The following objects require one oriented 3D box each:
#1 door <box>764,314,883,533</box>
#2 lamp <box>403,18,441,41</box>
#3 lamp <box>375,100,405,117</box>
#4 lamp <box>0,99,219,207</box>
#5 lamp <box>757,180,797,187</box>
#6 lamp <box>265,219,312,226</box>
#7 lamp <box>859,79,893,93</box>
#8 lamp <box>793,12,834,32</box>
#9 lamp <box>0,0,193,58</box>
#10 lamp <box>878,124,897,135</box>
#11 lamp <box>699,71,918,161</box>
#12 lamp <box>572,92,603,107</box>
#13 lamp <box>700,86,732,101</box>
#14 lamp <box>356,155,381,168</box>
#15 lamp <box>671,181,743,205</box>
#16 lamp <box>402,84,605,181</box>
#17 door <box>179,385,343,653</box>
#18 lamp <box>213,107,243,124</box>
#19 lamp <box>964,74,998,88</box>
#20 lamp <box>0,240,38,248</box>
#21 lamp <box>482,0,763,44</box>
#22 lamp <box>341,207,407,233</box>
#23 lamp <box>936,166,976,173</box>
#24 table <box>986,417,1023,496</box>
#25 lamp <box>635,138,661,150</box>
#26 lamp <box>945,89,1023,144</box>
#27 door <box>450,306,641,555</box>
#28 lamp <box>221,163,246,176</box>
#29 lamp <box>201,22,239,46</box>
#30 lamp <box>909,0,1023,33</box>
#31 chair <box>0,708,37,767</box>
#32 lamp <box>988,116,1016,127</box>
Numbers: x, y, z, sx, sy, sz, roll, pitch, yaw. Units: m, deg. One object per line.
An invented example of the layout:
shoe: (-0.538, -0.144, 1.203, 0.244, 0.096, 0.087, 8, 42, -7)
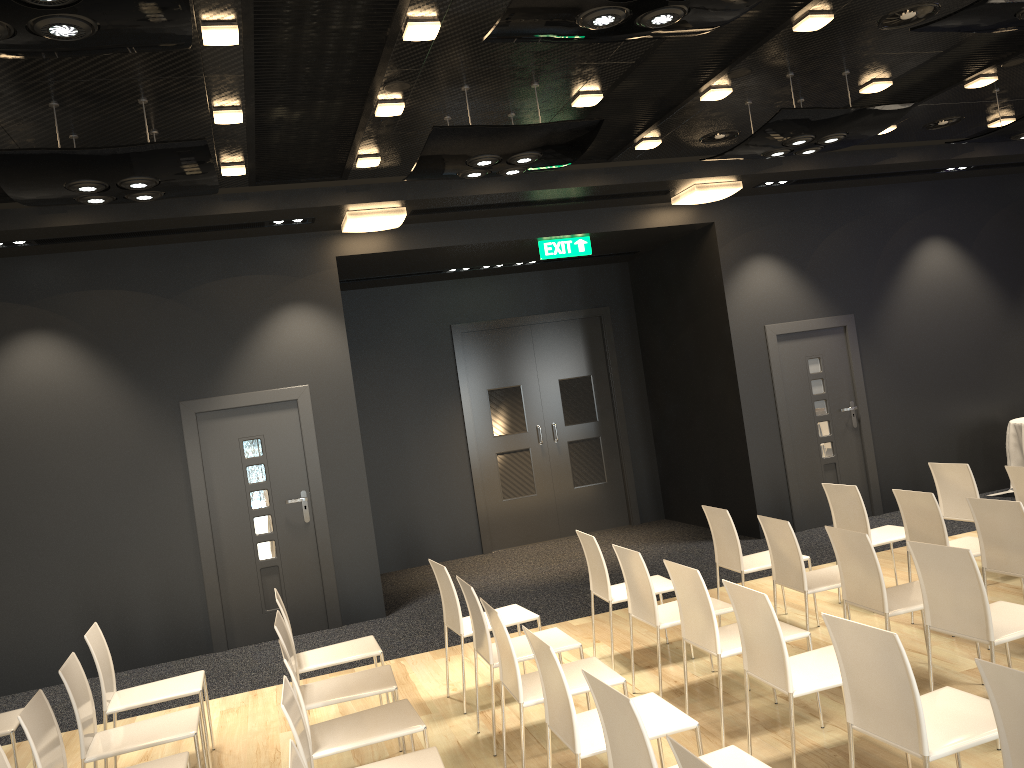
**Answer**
door: (3.272, 0.394, 9.358, 1.090, 2.163, 0.163, -8, -1, -16)
lamp: (-0.446, -1.739, 4.363, 0.159, 0.049, 0.159, -8, -1, -16)
lamp: (-0.749, -1.681, 5.420, 0.159, 0.049, 0.159, -8, -1, -16)
lamp: (-2.252, -1.283, 4.994, 1.097, 0.436, 1.097, -8, -1, -16)
lamp: (2.615, -1.997, 8.774, 0.389, 0.028, 0.166, -8, -1, -16)
lamp: (-1.881, -1.373, 7.454, 0.389, 0.028, 0.166, -8, -1, -16)
lamp: (2.630, -2.150, 6.412, 0.159, 0.049, 0.159, -8, -1, -16)
lamp: (1.694, -2.036, 4.991, 0.159, 0.049, 0.159, -8, -1, -16)
lamp: (-1.640, -1.400, 2.855, 1.097, 0.436, 1.097, -8, -1, -16)
lamp: (3.230, -2.217, 7.731, 0.159, 0.049, 0.159, -8, -1, -16)
lamp: (2.028, -1.877, 6.251, 1.097, 0.436, 1.097, -8, -1, -16)
lamp: (0.490, -1.853, 5.784, 0.159, 0.049, 0.159, -8, -1, -16)
lamp: (1.391, -1.978, 6.049, 0.159, 0.049, 0.159, -8, -1, -16)
lamp: (-1.050, -1.624, 6.475, 0.159, 0.049, 0.159, -8, -1, -16)
lamp: (1.871, -1.852, 8.554, 0.499, 0.153, 0.499, -8, -1, -16)
lamp: (-0.112, -1.580, 5.622, 1.097, 0.436, 1.097, -8, -1, -16)
door: (-2.184, 1.151, 7.753, 1.090, 2.163, 0.163, -8, -1, -16)
lamp: (-1.650, -1.556, 5.156, 0.159, 0.049, 0.159, -8, -1, -16)
lamp: (3.531, -2.275, 6.677, 0.159, 0.049, 0.159, -8, -1, -16)
lamp: (-3.901, -1.093, 6.861, 0.389, 0.028, 0.166, -8, -1, -16)
lamp: (0.500, -1.697, 3.483, 1.097, 0.436, 1.097, -8, -1, -16)
lamp: (-1.199, -1.426, 7.652, 0.499, 0.153, 0.499, -8, -1, -16)
lamp: (4.711, -2.287, 9.389, 0.389, 0.028, 0.166, -8, -1, -16)
table: (5.845, 0.739, 9.330, 1.330, 0.809, 1.325, -8, -1, -17)
lamp: (1.090, -1.920, 7.103, 0.159, 0.049, 0.159, -8, -1, -16)
lamp: (4.168, -2.173, 6.879, 1.097, 0.436, 1.097, -8, -1, -16)
door: (0.414, 0.531, 10.870, 2.037, 2.751, 0.190, -8, -1, -16)
lamp: (-1.952, -1.498, 6.210, 0.159, 0.049, 0.159, -8, -1, -16)
lamp: (-1.348, -1.614, 4.098, 0.159, 0.049, 0.159, -8, -1, -16)
lamp: (2.640, -1.994, 4.111, 1.097, 0.436, 1.097, -8, -1, -16)
chair: (-2.884, 1.859, 4.672, 0.548, 0.872, 0.420, -8, -1, -19)
lamp: (4.469, -2.389, 8.095, 0.159, 0.049, 0.159, -8, -1, -16)
